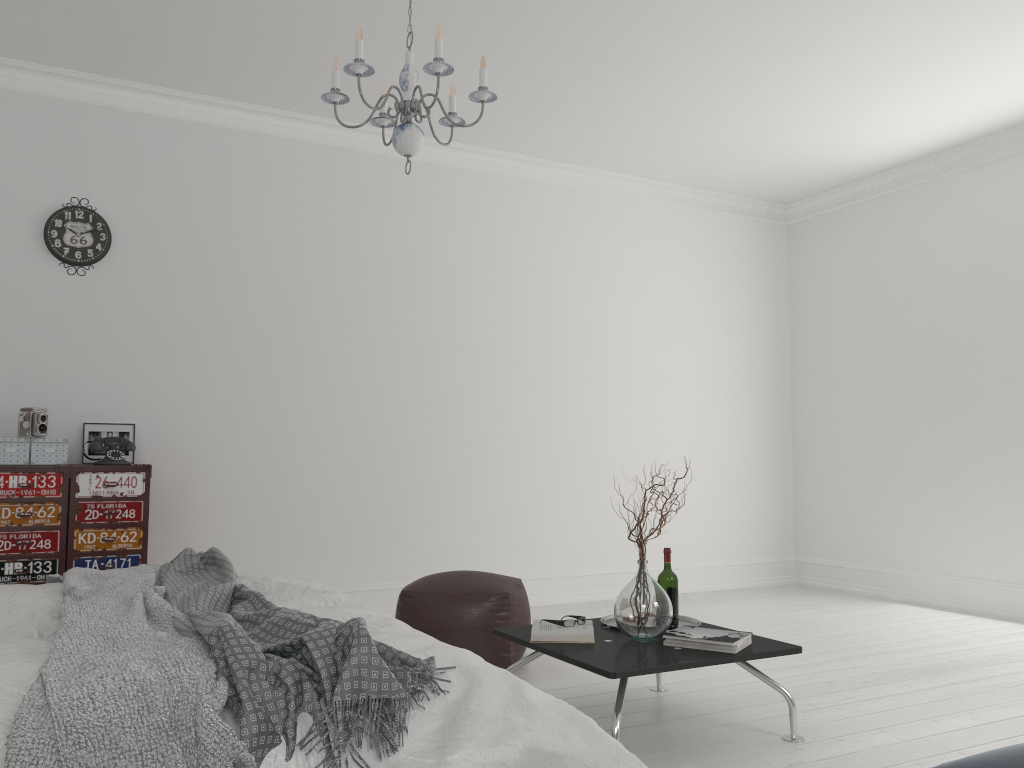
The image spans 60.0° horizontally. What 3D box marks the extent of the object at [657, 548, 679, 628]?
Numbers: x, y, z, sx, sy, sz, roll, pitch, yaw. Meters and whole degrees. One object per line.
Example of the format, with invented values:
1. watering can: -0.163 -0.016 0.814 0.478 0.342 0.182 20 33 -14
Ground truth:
1. object: 0.613 0.799 3.492 0.081 0.303 0.081 1 -5 -11

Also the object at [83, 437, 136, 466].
1. object: -2.096 0.351 4.619 0.216 0.155 0.181 0 -5 2

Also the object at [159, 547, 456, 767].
1. object: -0.731 0.729 2.558 0.536 0.377 2.154 3 -5 -26

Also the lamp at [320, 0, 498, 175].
1. lamp: -0.344 -1.255 2.995 0.528 1.123 0.594 3 -6 -28

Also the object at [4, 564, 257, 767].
1. object: -1.049 0.816 2.357 0.521 0.500 2.236 2 -5 -25

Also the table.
1. table: 0.470 1.087 3.248 0.824 0.313 0.833 3 -6 -28

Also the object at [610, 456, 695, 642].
1. object: 0.512 0.594 3.226 0.291 0.666 0.313 -2 -5 24

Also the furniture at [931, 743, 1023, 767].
1. furniture: 1.113 0.893 1.601 0.646 0.423 0.646 3 -6 -27

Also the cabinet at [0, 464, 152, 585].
1. cabinet: -2.255 0.876 4.477 0.762 0.942 0.281 3 -6 -28

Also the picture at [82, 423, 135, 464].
1. picture: -2.154 0.318 4.739 0.254 0.218 0.037 3 -6 -28

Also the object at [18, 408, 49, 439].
1. object: -2.401 0.198 4.468 0.117 0.157 0.121 -2 -5 21

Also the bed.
1. bed: -1.294 0.690 2.248 2.473 0.926 2.217 3 -6 -28

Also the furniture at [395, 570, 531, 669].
1. furniture: -0.233 1.121 4.288 0.646 0.423 0.646 0 -5 6

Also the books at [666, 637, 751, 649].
1. books: 0.696 0.900 3.135 0.254 0.014 0.191 -3 -6 29

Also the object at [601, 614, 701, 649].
1. object: 0.509 0.962 3.411 0.395 0.063 0.622 -2 -5 21

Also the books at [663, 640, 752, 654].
1. books: 0.693 0.914 3.137 0.259 0.014 0.191 -3 -6 31

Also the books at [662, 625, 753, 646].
1. books: 0.691 0.886 3.131 0.257 0.012 0.207 -3 -6 32

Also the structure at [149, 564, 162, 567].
1. structure: -1.939 1.049 4.809 0.070 0.140 0.009 3 -6 -28

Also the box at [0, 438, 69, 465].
1. box: -2.414 0.340 4.444 0.332 0.131 0.242 3 -6 -28

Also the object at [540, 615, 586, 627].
1. object: 0.194 0.887 3.326 0.141 0.030 0.135 5 -7 -43

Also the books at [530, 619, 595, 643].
1. books: 0.189 0.917 3.324 0.231 0.040 0.342 0 -5 4

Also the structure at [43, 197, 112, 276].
1. structure: -2.320 -0.793 4.743 0.330 0.427 0.043 3 -6 -28
